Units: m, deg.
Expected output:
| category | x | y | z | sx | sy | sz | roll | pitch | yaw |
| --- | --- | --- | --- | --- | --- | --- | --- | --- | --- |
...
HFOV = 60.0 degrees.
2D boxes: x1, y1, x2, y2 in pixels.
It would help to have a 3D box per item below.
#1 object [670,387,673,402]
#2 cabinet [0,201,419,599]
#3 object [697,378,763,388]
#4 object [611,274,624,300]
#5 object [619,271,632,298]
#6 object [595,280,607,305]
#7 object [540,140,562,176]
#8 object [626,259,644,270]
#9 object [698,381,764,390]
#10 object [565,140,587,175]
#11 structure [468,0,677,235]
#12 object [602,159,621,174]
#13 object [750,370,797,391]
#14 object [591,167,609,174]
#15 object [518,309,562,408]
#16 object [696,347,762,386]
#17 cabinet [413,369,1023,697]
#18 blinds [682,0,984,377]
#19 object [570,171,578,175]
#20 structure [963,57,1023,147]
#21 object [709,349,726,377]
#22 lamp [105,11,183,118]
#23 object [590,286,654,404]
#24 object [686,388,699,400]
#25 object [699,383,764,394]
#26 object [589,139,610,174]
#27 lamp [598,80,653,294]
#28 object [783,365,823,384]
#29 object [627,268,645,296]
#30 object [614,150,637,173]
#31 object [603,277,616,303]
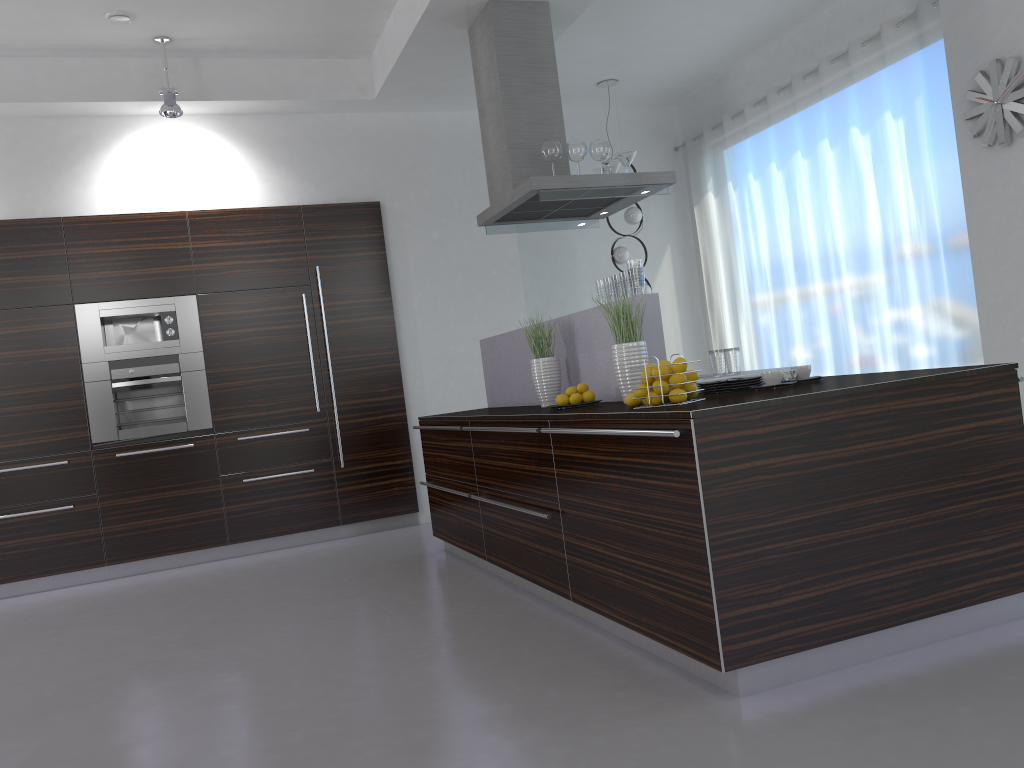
| category | x | y | z | sx | sy | sz | roll | pitch | yaw |
| --- | --- | --- | --- | --- | --- | --- | --- | --- | --- |
| object | 0.575 | 0.038 | 3.154 | 0.053 | 0.053 | 0.061 | -7 | 0 | 23 |
| cabinet | -2.628 | 0.066 | 6.439 | 3.600 | 2.500 | 0.669 | -7 | 0 | -20 |
| object | 0.883 | 0.001 | 3.588 | 0.232 | 0.020 | 0.232 | -7 | 0 | -16 |
| object | 0.487 | -0.432 | 3.988 | 0.071 | 0.119 | 0.072 | -7 | 0 | 20 |
| object | 0.514 | -0.435 | 3.912 | 0.071 | 0.119 | 0.072 | -7 | 0 | 20 |
| object | 0.432 | -0.425 | 4.140 | 0.072 | 0.119 | 0.071 | -7 | 0 | 30 |
| object | 0.231 | -1.259 | 5.038 | 0.125 | 0.221 | 0.125 | -7 | 0 | 5 |
| object | 0.537 | -0.477 | 3.836 | 0.071 | 0.119 | 0.072 | -7 | 0 | 20 |
| object | 0.885 | 0.011 | 3.588 | 0.232 | 0.020 | 0.232 | -7 | 0 | -11 |
| object | 0.378 | -1.278 | 5.092 | 0.125 | 0.221 | 0.125 | -7 | 0 | 5 |
| structure | 0.301 | -1.647 | 5.459 | 0.915 | 1.231 | 0.981 | -7 | 0 | -20 |
| object | 0.626 | -1.287 | 5.490 | 0.137 | 0.174 | 0.137 | -7 | 0 | 35 |
| object | 0.983 | -0.015 | 3.343 | 0.153 | 0.069 | 0.153 | -7 | 0 | 44 |
| object | 0.581 | -1.282 | 5.661 | 0.137 | 0.174 | 0.137 | -7 | 0 | 35 |
| object | 0.138 | -0.132 | 4.463 | 0.247 | 0.502 | 0.269 | -7 | 0 | -20 |
| object | 0.890 | -0.074 | 3.776 | 0.269 | 0.147 | 0.646 | -7 | 0 | 5 |
| cabinet | 0.607 | 0.493 | 4.322 | 1.377 | 0.852 | 3.285 | -7 | 0 | -20 |
| blinds | 2.375 | -0.883 | 7.165 | 0.120 | 3.112 | 3.245 | -7 | 0 | -20 |
| object | 0.399 | -1.283 | 5.858 | 0.125 | 0.221 | 0.125 | -7 | 0 | 5 |
| structure | 2.867 | -1.654 | 5.214 | 0.076 | 0.505 | 0.505 | -7 | 0 | -20 |
| object | 0.927 | -0.094 | 3.985 | 0.071 | 0.119 | 0.072 | -7 | 0 | -20 |
| lamp | -2.307 | -1.983 | 5.607 | 0.171 | 0.511 | 0.605 | -7 | 0 | 12 |
| object | 0.462 | -0.171 | 3.635 | 0.269 | 0.502 | 0.247 | -7 | 0 | 23 |
| object | 0.627 | 0.030 | 3.125 | 0.061 | 0.053 | 0.053 | -7 | 0 | 25 |
| object | 0.886 | 0.021 | 3.588 | 0.232 | 0.020 | 0.232 | -7 | 0 | -11 |
| object | 0.515 | -1.295 | 5.142 | 0.125 | 0.221 | 0.125 | -7 | 0 | 5 |
| lamp | 0.989 | -1.467 | 7.789 | 0.367 | 2.370 | 0.180 | -7 | 0 | -26 |
| object | 1.160 | -0.038 | 3.549 | 0.153 | 0.069 | 0.153 | -7 | 0 | 14 |
| object | 0.542 | -0.438 | 3.836 | 0.071 | 0.119 | 0.072 | -7 | 0 | 20 |
| object | 0.691 | -1.294 | 5.311 | 0.137 | 0.174 | 0.137 | -7 | 0 | 35 |
| object | 0.460 | -0.428 | 4.064 | 0.071 | 0.119 | 0.072 | -7 | 0 | 20 |
